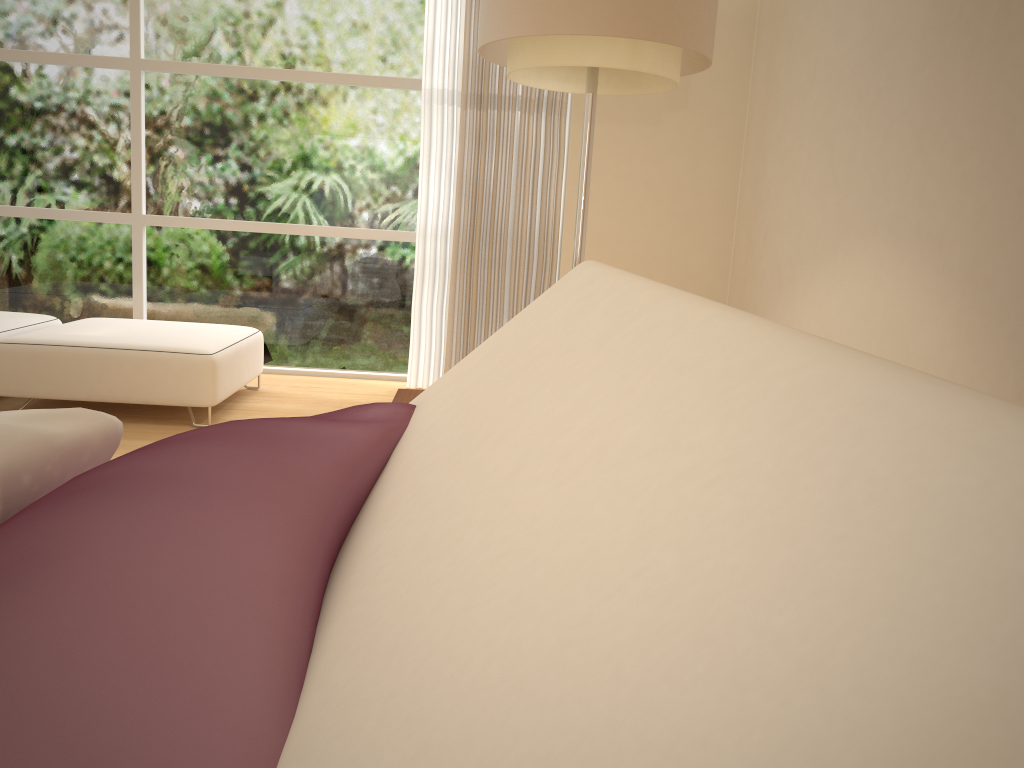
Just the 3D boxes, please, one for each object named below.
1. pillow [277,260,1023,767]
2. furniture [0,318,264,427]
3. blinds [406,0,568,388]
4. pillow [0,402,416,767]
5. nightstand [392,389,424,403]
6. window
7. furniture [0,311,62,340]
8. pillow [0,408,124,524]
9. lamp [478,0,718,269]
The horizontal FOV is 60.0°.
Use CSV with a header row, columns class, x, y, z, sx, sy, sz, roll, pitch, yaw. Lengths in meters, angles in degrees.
class,x,y,z,sx,sy,sz,roll,pitch,yaw
pillow,-0.010,0.247,0.094,0.461,0.457,1.779,3,10,-4
furniture,-1.768,-0.087,4.239,0.965,0.346,0.964,3,10,-3
blinds,-0.089,-1.590,4.695,0.814,3.351,0.202,3,10,-4
pillow,-0.342,0.302,0.082,0.575,0.369,1.683,3,10,-3
nightstand,0.021,0.670,0.170,0.493,0.539,4.220,3,10,-3
window,-2.073,-1.766,4.905,4.781,3.371,0.071,3,10,-3
furniture,-2.801,-0.145,4.190,0.965,0.346,0.964,3,10,-3
pillow,-0.612,0.302,0.065,0.561,0.339,1.720,3,10,-3
lamp,0.241,-0.587,3.028,0.817,2.018,0.817,12,13,39
